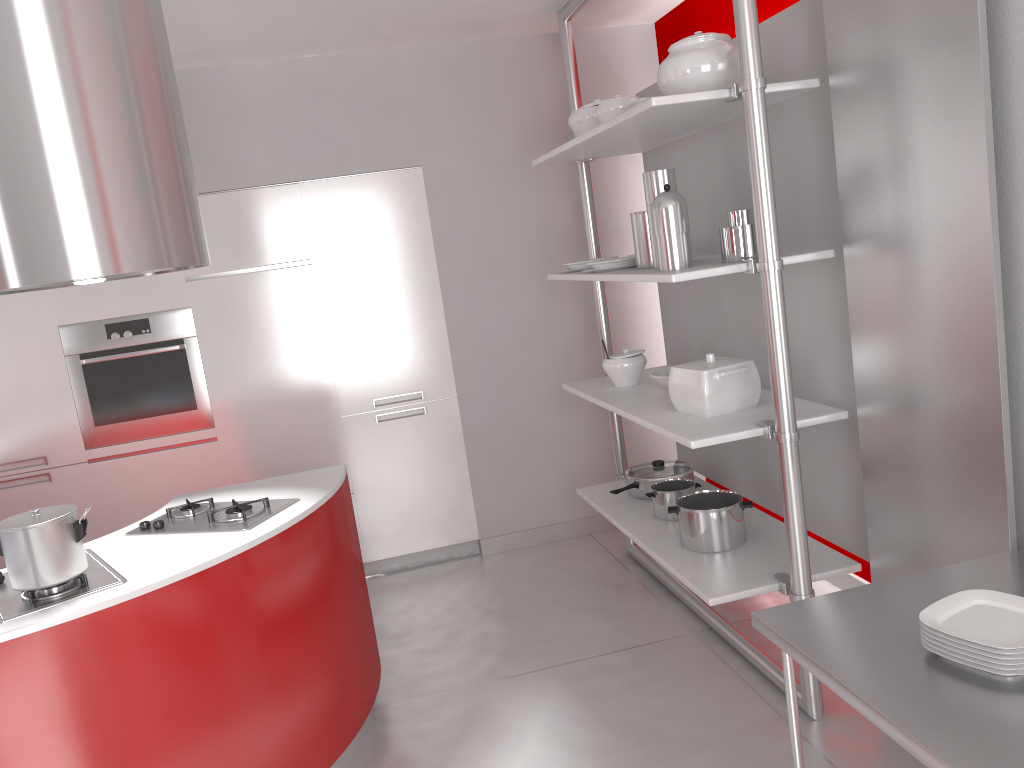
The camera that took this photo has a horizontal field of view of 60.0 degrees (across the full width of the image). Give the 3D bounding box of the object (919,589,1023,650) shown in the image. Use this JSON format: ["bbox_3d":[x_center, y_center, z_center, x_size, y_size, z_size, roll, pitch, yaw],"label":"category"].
[{"bbox_3d":[0.925,0.457,1.706,0.228,0.020,0.228,-13,10,-29],"label":"object"}]

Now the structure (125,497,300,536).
[{"bbox_3d":[-0.938,0.401,2.784,0.457,0.037,0.303,-5,9,19],"label":"structure"}]

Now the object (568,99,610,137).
[{"bbox_3d":[0.355,-1.099,3.748,0.231,0.191,0.231,-3,10,29],"label":"object"}]

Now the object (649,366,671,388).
[{"bbox_3d":[0.696,-0.022,3.591,0.272,0.072,0.272,0,12,42],"label":"object"}]

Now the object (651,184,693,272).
[{"bbox_3d":[0.515,-0.507,2.866,0.115,0.274,0.115,-11,9,-18],"label":"object"}]

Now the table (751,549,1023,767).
[{"bbox_3d":[1.111,0.893,1.375,0.749,0.682,1.627,-10,9,-10],"label":"table"}]

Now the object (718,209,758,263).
[{"bbox_3d":[0.724,-0.471,2.821,0.127,0.157,0.127,-8,9,-1],"label":"object"}]

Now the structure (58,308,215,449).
[{"bbox_3d":[-1.778,-0.025,4.215,0.599,0.589,0.050,-10,9,-11],"label":"structure"}]

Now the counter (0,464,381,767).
[{"bbox_3d":[-2.025,0.998,2.969,2.865,0.880,1.868,-5,9,22],"label":"counter"}]

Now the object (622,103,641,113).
[{"bbox_3d":[0.513,-0.982,3.172,0.200,0.030,0.200,-10,9,-11],"label":"object"}]

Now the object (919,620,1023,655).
[{"bbox_3d":[0.927,0.467,1.708,0.228,0.020,0.228,-13,10,-29],"label":"object"}]

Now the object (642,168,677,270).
[{"bbox_3d":[0.521,-0.563,3.040,0.110,0.329,0.109,-10,9,-13],"label":"object"}]

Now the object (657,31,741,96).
[{"bbox_3d":[0.608,-1.012,2.842,0.287,0.222,0.287,-3,10,33],"label":"object"}]

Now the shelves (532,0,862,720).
[{"bbox_3d":[0.593,-0.327,3.406,0.535,2.599,1.735,-10,9,-11],"label":"shelves"}]

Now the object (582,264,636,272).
[{"bbox_3d":[0.417,-0.462,3.527,0.280,0.015,0.280,-5,9,18],"label":"object"}]

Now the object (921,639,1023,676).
[{"bbox_3d":[0.932,0.507,1.714,0.228,0.020,0.228,-13,10,-29],"label":"object"}]

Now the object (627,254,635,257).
[{"bbox_3d":[0.607,-0.536,3.736,0.244,0.042,0.244,-11,9,-19],"label":"object"}]

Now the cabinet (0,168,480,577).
[{"bbox_3d":[-1.527,0.085,4.610,2.398,2.026,0.614,-10,9,-11],"label":"cabinet"}]

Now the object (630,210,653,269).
[{"bbox_3d":[0.529,-0.535,3.253,0.172,0.205,0.184,-9,9,-6],"label":"object"}]

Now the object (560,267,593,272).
[{"bbox_3d":[0.349,-0.510,3.900,0.280,0.015,0.280,-4,10,25],"label":"object"}]

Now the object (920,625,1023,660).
[{"bbox_3d":[0.928,0.477,1.710,0.228,0.020,0.228,-13,10,-29],"label":"object"}]

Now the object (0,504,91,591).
[{"bbox_3d":[-1.192,0.407,2.255,0.189,0.185,0.218,-1,12,40],"label":"object"}]

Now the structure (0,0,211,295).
[{"bbox_3d":[-1.229,-0.745,2.368,0.644,0.958,0.644,0,12,44],"label":"structure"}]

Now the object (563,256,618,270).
[{"bbox_3d":[0.347,-0.524,3.897,0.244,0.042,0.244,-13,10,-26],"label":"object"}]

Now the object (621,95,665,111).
[{"bbox_3d":[0.511,-0.998,3.170,0.200,0.030,0.200,-10,9,-11],"label":"object"}]

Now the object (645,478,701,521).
[{"bbox_3d":[0.665,0.472,3.628,0.182,0.122,0.196,-2,11,36],"label":"object"}]

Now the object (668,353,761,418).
[{"bbox_3d":[0.702,-0.009,3.096,0.235,0.197,0.282,-12,9,-21],"label":"object"}]

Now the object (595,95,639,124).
[{"bbox_3d":[0.424,-1.045,3.453,0.192,0.153,0.192,-8,9,2],"label":"object"}]

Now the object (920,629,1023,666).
[{"bbox_3d":[0.929,0.487,1.711,0.228,0.020,0.228,-13,10,-29],"label":"object"}]

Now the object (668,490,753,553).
[{"bbox_3d":[0.731,0.501,3.251,0.259,0.161,0.240,-13,10,-28],"label":"object"}]

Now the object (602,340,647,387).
[{"bbox_3d":[0.484,-0.100,3.823,0.192,0.214,0.192,-12,10,-24],"label":"object"}]

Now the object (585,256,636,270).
[{"bbox_3d":[0.415,-0.476,3.525,0.244,0.042,0.244,-13,10,-26],"label":"object"}]

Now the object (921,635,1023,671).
[{"bbox_3d":[0.931,0.497,1.713,0.228,0.020,0.228,-13,10,-29],"label":"object"}]

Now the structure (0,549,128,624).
[{"bbox_3d":[-1.234,0.511,2.353,0.303,0.037,0.457,-15,11,-36],"label":"structure"}]

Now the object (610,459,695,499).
[{"bbox_3d":[0.616,0.419,3.989,0.407,0.130,0.308,-9,9,-4],"label":"object"}]
